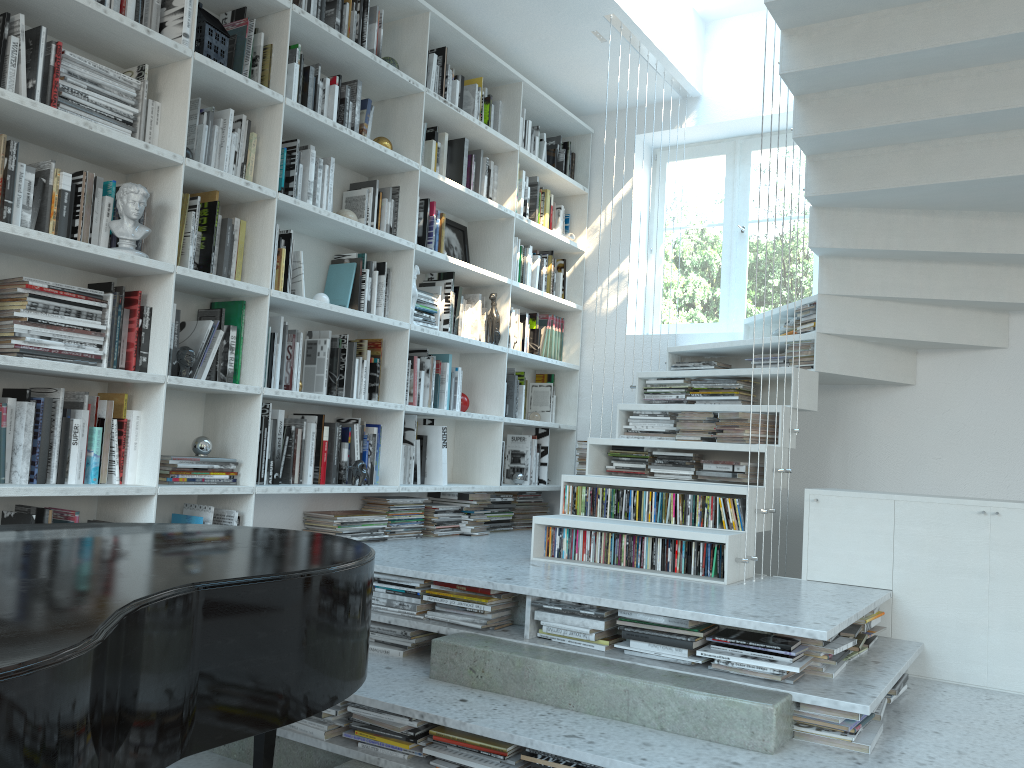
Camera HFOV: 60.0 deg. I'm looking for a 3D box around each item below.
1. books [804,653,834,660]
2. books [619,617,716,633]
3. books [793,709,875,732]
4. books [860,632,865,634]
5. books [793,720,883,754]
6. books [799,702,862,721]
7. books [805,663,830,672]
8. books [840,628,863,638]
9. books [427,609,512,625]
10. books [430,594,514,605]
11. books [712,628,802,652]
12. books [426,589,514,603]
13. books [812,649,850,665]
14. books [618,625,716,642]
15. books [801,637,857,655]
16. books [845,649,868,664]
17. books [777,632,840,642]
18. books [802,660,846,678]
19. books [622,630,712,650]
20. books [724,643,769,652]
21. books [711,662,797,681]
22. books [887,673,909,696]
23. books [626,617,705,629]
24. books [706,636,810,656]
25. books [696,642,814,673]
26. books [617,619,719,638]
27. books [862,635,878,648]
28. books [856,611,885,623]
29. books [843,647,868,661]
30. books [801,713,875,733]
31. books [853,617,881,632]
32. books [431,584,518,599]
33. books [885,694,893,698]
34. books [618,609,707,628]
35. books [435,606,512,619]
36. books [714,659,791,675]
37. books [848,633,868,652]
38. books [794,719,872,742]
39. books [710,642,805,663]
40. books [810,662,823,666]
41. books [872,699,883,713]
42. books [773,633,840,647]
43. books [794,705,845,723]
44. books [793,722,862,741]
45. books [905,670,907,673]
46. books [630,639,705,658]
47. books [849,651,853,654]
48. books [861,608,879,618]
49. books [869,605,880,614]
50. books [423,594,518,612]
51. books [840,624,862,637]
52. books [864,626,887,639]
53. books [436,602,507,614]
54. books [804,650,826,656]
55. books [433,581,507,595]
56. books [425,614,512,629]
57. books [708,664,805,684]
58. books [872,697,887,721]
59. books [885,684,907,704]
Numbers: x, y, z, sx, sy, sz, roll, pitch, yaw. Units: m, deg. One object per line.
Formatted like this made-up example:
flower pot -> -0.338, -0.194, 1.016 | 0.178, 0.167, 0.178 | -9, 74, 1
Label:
books -> 0.926, 0.823, 2.768 | 0.168, 0.012, 0.210 | 0, -5, 33
books -> 0.487, 0.743, 2.774 | 0.260, 0.007, 0.171 | 1, -5, 30
books -> 0.914, 0.933, 2.522 | 0.159, 0.012, 0.292 | 0, -5, 35
books -> 1.225, 0.886, 3.260 | 0.160, 0.014, 0.268 | 1, -5, 31
books -> 0.926, 0.981, 2.510 | 0.200, 0.023, 0.262 | 1, -5, 30
books -> 0.917, 0.904, 2.524 | 0.157, 0.025, 0.234 | 1, -5, 27
books -> 0.917, 0.860, 2.769 | 0.148, 0.013, 0.227 | 1, -5, 30
books -> 1.075, 0.836, 3.005 | 0.172, 0.013, 0.246 | 1, -5, 31
books -> -0.150, 0.821, 3.156 | 0.247, 0.014, 0.178 | 1, -5, 30
books -> -0.144, 0.757, 3.163 | 0.254, 0.012, 0.161 | 0, -6, 36
books -> 0.730, 0.761, 2.640 | 0.228, 0.014, 0.149 | 1, -5, 30
books -> -0.147, 0.746, 3.159 | 0.261, 0.009, 0.187 | 1, -5, 31
books -> 0.934, 0.836, 2.761 | 0.189, 0.013, 0.215 | 1, -5, 31
books -> 0.484, 0.768, 2.769 | 0.250, 0.009, 0.187 | 0, -5, 32
books -> 0.943, 0.801, 2.759 | 0.190, 0.015, 0.230 | 0, -6, 37
books -> 1.077, 0.905, 2.997 | 0.174, 0.007, 0.291 | 0, -5, 35
books -> 0.930, 0.771, 2.770 | 0.159, 0.009, 0.228 | 1, -5, 28
books -> 0.929, 0.874, 2.761 | 0.177, 0.015, 0.216 | 1, -5, 30
books -> 0.486, 0.786, 2.772 | 0.230, 0.026, 0.177 | 0, -5, 32
books -> 0.744, 0.785, 2.664 | 0.190, 0.011, 0.091 | 1, -5, 30
books -> 0.721, 0.839, 2.627 | 0.212, 0.014, 0.161 | 0, -6, 36
books -> 1.220, 0.999, 2.998 | 0.190, 0.018, 0.288 | 1, -5, 31
books -> 0.488, 0.735, 2.774 | 0.208, 0.008, 0.170 | 0, -5, 35
books -> 0.731, 0.773, 2.642 | 0.269, 0.009, 0.132 | 0, -6, 36
books -> 0.719, 0.805, 2.623 | 0.297, 0.014, 0.185 | 1, -5, 31
books -> 0.486, 0.752, 2.772 | 0.281, 0.013, 0.168 | 1, -5, 29
books -> 1.231, 0.931, 3.251 | 0.177, 0.011, 0.220 | 1, -5, 30
books -> 1.242, 0.843, 3.254 | 0.179, 0.012, 0.262 | 0, -6, 36
books -> 1.077, 0.899, 2.997 | 0.165, 0.005, 0.287 | 0, -6, 37
books -> 0.917, 0.945, 2.519 | 0.168, 0.012, 0.210 | 0, -6, 36
books -> 1.234, 0.864, 3.257 | 0.177, 0.030, 0.284 | 0, -5, 33
books -> -0.133, 0.738, 3.182 | 0.296, 0.013, 0.129 | 1, -5, 30
books -> 1.212, 1.018, 3.001 | 0.161, 0.005, 0.254 | 1, -5, 28
books -> 0.481, 0.719, 2.763 | 0.237, 0.022, 0.189 | 0, -6, 37
books -> -0.138, 0.808, 3.175 | 0.237, 0.017, 0.138 | 1, -5, 31
books -> 0.725, 0.826, 2.633 | 0.208, 0.015, 0.153 | 1, -5, 29
books -> 1.089, 0.860, 2.994 | 0.187, 0.014, 0.273 | 1, -5, 27
books -> 0.910, 0.966, 2.522 | 0.164, 0.006, 0.264 | 0, -5, 33
books -> 0.732, 0.794, 2.644 | 0.242, 0.012, 0.137 | 0, -5, 33
books -> 0.914, 0.848, 2.773 | 0.131, 0.012, 0.208 | 1, -5, 28
books -> 1.059, 0.980, 2.764 | 0.158, 0.012, 0.273 | 1, -5, 30
books -> 0.922, 0.784, 2.774 | 0.154, 0.018, 0.221 | 0, -5, 33
books -> 0.905, 0.921, 2.530 | 0.132, 0.010, 0.257 | 0, -6, 36
books -> 0.911, 0.959, 2.522 | 0.159, 0.008, 0.285 | 1, -5, 30
books -> 1.341, 1.050, 3.233 | 0.151, 0.017, 0.234 | 0, -5, 33
books -> 0.489, 0.814, 2.778 | 0.189, 0.028, 0.155 | 0, -5, 33
books -> 1.075, 0.874, 3.001 | 0.177, 0.015, 0.215 | 0, -5, 33
books -> 1.237, 0.825, 3.259 | 0.167, 0.024, 0.192 | 0, -6, 37
books -> 1.247, 0.807, 3.254 | 0.181, 0.013, 0.286 | 1, -5, 27
books -> -0.147, 0.771, 3.160 | 0.293, 0.017, 0.179 | 0, -5, 33
books -> 1.082, 0.824, 3.002 | 0.173, 0.011, 0.203 | 1, -5, 27
books -> 1.242, 0.897, 3.248 | 0.181, 0.008, 0.281 | 0, -6, 37
books -> -0.143, 0.790, 3.166 | 0.203, 0.018, 0.159 | 1, -5, 30
books -> 0.924, 0.813, 2.770 | 0.153, 0.009, 0.260 | 0, -5, 35
books -> -0.138, 0.716, 3.173 | 0.261, 0.028, 0.139 | 0, -6, 37
books -> -0.154, 0.833, 3.149 | 0.253, 0.011, 0.182 | 0, -6, 36
books -> 0.728, 0.852, 2.639 | 0.249, 0.009, 0.144 | 0, -5, 32
books -> 1.067, 0.996, 2.757 | 0.169, 0.019, 0.232 | 1, -5, 27
books -> 1.216, 1.030, 2.998 | 0.177, 0.018, 0.250 | 0, -5, 35
